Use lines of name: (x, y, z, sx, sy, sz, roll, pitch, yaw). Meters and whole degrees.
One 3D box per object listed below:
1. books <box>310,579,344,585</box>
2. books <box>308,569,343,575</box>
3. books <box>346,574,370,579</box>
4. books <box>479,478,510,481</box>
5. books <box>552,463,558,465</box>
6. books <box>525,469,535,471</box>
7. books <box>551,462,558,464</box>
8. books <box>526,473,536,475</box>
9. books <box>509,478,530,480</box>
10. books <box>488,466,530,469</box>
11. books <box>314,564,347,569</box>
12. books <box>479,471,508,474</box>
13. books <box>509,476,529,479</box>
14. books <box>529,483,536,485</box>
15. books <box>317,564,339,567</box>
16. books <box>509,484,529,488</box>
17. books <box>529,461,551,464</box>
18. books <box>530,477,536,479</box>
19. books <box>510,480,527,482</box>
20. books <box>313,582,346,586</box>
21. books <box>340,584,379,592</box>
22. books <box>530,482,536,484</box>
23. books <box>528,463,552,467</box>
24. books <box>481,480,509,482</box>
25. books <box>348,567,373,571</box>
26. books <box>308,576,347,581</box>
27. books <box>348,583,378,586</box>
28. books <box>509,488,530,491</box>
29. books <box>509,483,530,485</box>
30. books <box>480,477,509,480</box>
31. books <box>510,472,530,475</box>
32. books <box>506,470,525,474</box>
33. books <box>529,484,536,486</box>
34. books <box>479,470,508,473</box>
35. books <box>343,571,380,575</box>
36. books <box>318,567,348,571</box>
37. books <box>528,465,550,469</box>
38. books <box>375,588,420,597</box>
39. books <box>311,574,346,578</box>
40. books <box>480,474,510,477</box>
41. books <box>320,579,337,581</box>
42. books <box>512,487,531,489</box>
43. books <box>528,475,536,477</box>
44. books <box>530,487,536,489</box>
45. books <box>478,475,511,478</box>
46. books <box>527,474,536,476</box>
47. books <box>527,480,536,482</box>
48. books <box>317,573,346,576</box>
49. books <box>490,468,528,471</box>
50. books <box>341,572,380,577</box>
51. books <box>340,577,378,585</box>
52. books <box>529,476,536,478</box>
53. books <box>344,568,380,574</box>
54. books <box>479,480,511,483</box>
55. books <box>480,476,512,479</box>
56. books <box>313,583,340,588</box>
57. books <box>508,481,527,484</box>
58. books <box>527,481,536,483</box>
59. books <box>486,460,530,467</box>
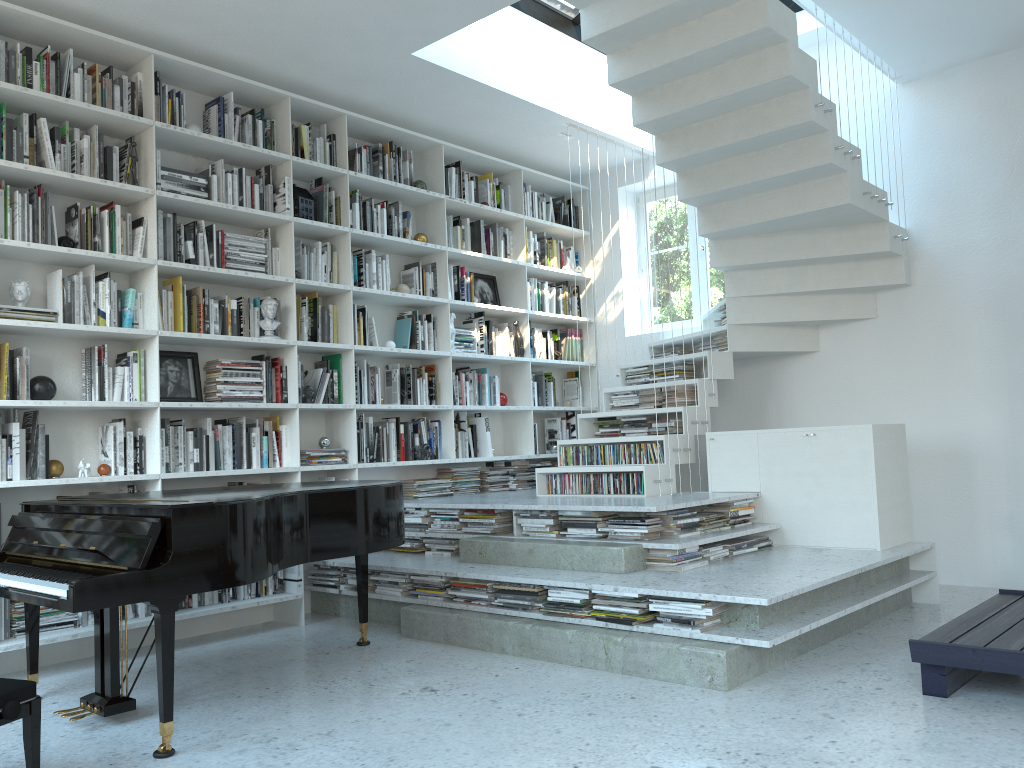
books: (-1.073, 1.189, 5.367, 0.262, 0.012, 0.179, -7, -6, 45)
books: (-1.080, 1.129, 5.365, 0.243, 0.013, 0.191, -6, -5, 38)
books: (-0.841, 1.117, 5.192, 0.231, 0.019, 0.143, -6, -6, 43)
books: (-0.133, 0.716, 6.650, 0.206, 0.007, 0.368, -7, -6, 45)
books: (0.392, 0.650, 7.243, 0.254, 0.009, 0.161, 2, -6, -44)
books: (0.131, 0.671, 6.943, 0.354, 0.017, 0.198, 2, -6, -43)
books: (0.385, 0.641, 7.250, 0.159, 0.009, 0.285, -6, -6, 42)
books: (0.127, 0.701, 6.944, 0.200, 0.009, 0.315, -6, -5, 39)
books: (-0.017, 0.719, 6.727, 0.292, 0.008, 0.158, -7, -6, 45)
books: (-0.022, 0.632, 6.730, 0.285, 0.012, 0.159, -6, -5, 38)
books: (-1.068, 1.099, 5.382, 0.234, 0.014, 0.158, -6, -5, 40)
books: (-0.131, 0.662, 6.649, 0.206, 0.007, 0.368, -6, -5, 37)
books: (-0.014, 0.708, 6.730, 0.236, 0.014, 0.165, -6, -6, 42)
books: (0.125, 0.781, 6.942, 0.201, 0.009, 0.359, -6, -6, 43)
books: (-1.073, 1.088, 5.378, 0.157, 0.007, 0.268, 2, -6, -43)
books: (-0.011, 0.775, 6.727, 0.244, 0.025, 0.160, -6, -6, 41)
books: (0.118, 0.620, 6.956, 0.198, 0.017, 0.354, -6, -6, 42)
books: (0.128, 0.736, 6.942, 0.198, 0.008, 0.354, -6, -5, 39)
books: (-0.011, 0.736, 6.731, 0.209, 0.013, 0.149, -7, -6, 45)
books: (-1.066, 1.199, 5.373, 0.233, 0.009, 0.155, -6, -5, 37)
books: (-0.853, 1.181, 5.172, 0.238, 0.030, 0.189, -6, -6, 42)
books: (0.129, 0.771, 6.938, 0.201, 0.009, 0.359, -7, -6, 45)
books: (0.123, 0.637, 6.951, 0.198, 0.017, 0.354, -6, -6, 44)
books: (-0.137, 0.724, 6.654, 0.207, 0.008, 0.328, -6, -6, 43)
books: (-0.845, 1.071, 5.193, 0.137, 0.018, 0.200, 2, -6, -44)
books: (-1.075, 1.163, 5.367, 0.278, 0.012, 0.177, -6, -5, 38)
books: (-0.846, 1.160, 5.182, 0.206, 0.012, 0.147, -6, -5, 37)
books: (-0.013, 0.802, 6.722, 0.279, 0.012, 0.159, -7, -6, 45)
books: (-0.020, 0.759, 6.719, 0.282, 0.008, 0.168, -6, -5, 38)
books: (-0.134, 0.709, 6.651, 0.207, 0.008, 0.328, -6, -5, 39)
books: (-0.018, 0.681, 6.729, 0.283, 0.010, 0.169, -6, -6, 41)
books: (-0.024, 0.667, 6.724, 0.173, 0.019, 0.196, 2, -6, -43)
books: (0.134, 0.789, 6.933, 0.201, 0.009, 0.359, -6, -5, 37)
books: (-0.138, 0.655, 6.656, 0.206, 0.007, 0.368, -6, -6, 44)
books: (-0.844, 1.097, 5.191, 0.290, 0.005, 0.126, -6, -5, 37)
books: (-1.057, 1.115, 5.392, 0.231, 0.017, 0.133, -6, -6, 43)
books: (0.128, 0.654, 6.947, 0.200, 0.018, 0.315, -6, -5, 38)
books: (-0.625, 1.157, 4.966, 0.230, 0.026, 0.177, -7, -6, 45)
books: (-1.074, 1.153, 5.369, 0.211, 0.009, 0.188, -6, -6, 41)
books: (-0.131, 0.686, 6.648, 0.328, 0.008, 0.207, 2, -6, -43)
books: (-1.058, 1.179, 5.384, 0.291, 0.008, 0.122, -6, -5, 37)
books: (-0.006, 0.792, 6.730, 0.292, 0.008, 0.131, -6, -5, 38)
books: (0.128, 0.718, 6.943, 0.198, 0.008, 0.354, -7, -6, 45)
books: (0.127, 0.808, 6.940, 0.203, 0.009, 0.320, -6, -6, 41)
books: (-0.139, 0.694, 6.656, 0.206, 0.007, 0.368, -6, -6, 41)
books: (0.131, 0.709, 6.940, 0.315, 0.009, 0.200, 2, -6, -43)
books: (0.126, 0.753, 6.941, 0.203, 0.009, 0.320, -6, -5, 40)
books: (-1.059, 1.143, 5.387, 0.258, 0.013, 0.136, -6, -5, 40)
books: (-0.021, 0.650, 6.730, 0.243, 0.015, 0.165, -7, -6, 45)
books: (-0.850, 1.103, 5.184, 0.291, 0.009, 0.160, -6, -6, 44)
books: (-0.860, 1.140, 5.169, 0.191, 0.028, 0.213, 2, -6, -44)
books: (0.130, 0.727, 6.941, 0.315, 0.009, 0.200, 2, -6, -44)
books: (-0.841, 1.087, 5.196, 0.297, 0.014, 0.135, -6, -6, 43)
books: (-0.137, 0.732, 6.653, 0.206, 0.007, 0.368, -6, -6, 43)
books: (-0.136, 0.701, 6.653, 0.207, 0.008, 0.328, -6, -6, 44)
books: (-1.065, 1.211, 5.373, 0.241, 0.016, 0.171, -6, -6, 42)
books: (-0.020, 0.748, 6.720, 0.206, 0.012, 0.183, -6, -6, 41)
books: (0.125, 0.763, 6.943, 0.203, 0.009, 0.320, -6, -6, 41)
books: (-0.033, 0.603, 6.721, 0.267, 0.035, 0.204, -6, -6, 43)
